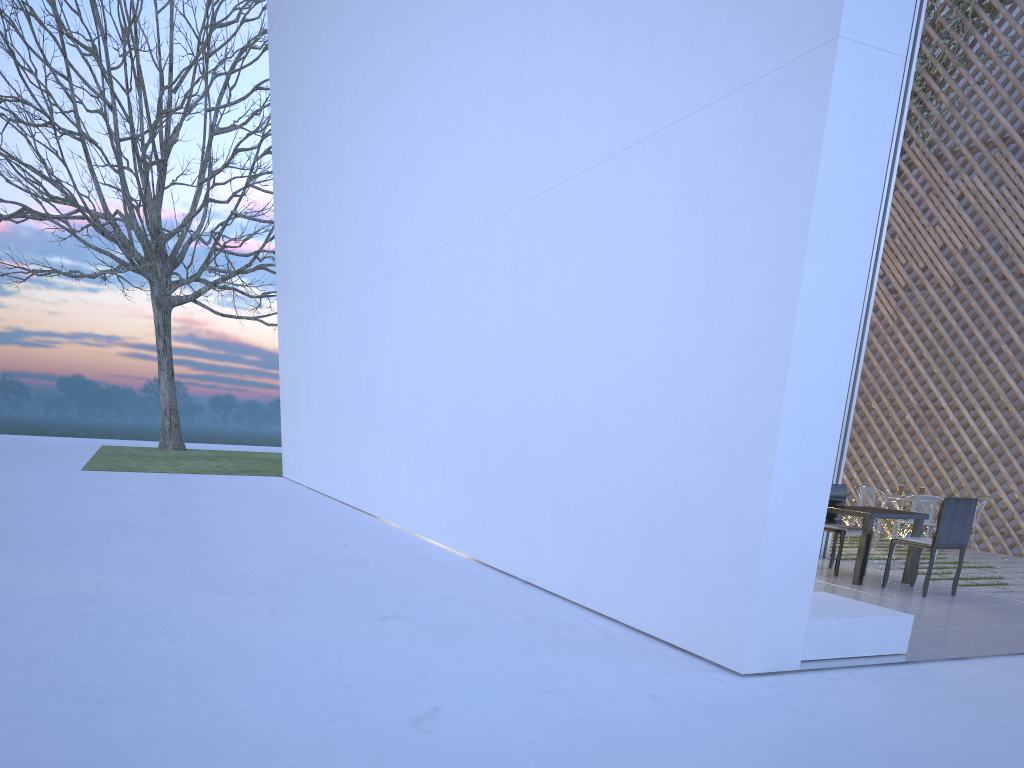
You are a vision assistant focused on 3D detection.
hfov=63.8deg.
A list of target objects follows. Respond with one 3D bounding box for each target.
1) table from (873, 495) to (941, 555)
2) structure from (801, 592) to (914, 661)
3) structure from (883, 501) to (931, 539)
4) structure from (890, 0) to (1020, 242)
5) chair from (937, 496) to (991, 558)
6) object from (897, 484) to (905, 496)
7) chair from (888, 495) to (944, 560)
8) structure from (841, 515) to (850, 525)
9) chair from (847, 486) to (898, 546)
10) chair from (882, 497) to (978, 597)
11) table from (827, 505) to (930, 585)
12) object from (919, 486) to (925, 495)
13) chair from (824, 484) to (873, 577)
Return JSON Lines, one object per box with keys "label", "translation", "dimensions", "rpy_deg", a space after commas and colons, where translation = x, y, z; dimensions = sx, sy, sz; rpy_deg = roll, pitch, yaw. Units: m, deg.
{"label": "table", "translation": [2.454, 0.876, 5.146], "dimensions": [0.341, 0.357, 0.333], "rpy_deg": [7, 8, 28]}
{"label": "structure", "translation": [0.905, -0.824, 3.687], "dimensions": [1.718, 3.538, 3.441], "rpy_deg": [-3, 9, -24]}
{"label": "structure", "translation": [2.787, 0.955, 5.804], "dimensions": [0.290, 0.346, 0.300], "rpy_deg": [-4, 11, -38]}
{"label": "structure", "translation": [2.766, -2.012, 5.558], "dimensions": [0.727, 2.913, 2.224], "rpy_deg": [-7, 13, -33]}
{"label": "chair", "translation": [2.770, 0.869, 5.075], "dimensions": [0.246, 0.406, 0.244], "rpy_deg": [6, 12, 16]}
{"label": "object", "translation": [2.447, 0.668, 5.180], "dimensions": [0.031, 0.082, 0.029], "rpy_deg": [8, 15, 20]}
{"label": "chair", "translation": [2.389, 0.832, 4.826], "dimensions": [0.258, 0.407, 0.232], "rpy_deg": [7, 12, 21]}
{"label": "structure", "translation": [2.509, 1.007, 6.367], "dimensions": [0.266, 0.279, 0.246], "rpy_deg": [1, 8, -16]}
{"label": "chair", "translation": [2.393, 0.869, 5.438], "dimensions": [0.261, 0.407, 0.230], "rpy_deg": [-2, 13, -23]}
{"label": "chair", "translation": [1.801, 0.697, 3.568], "dimensions": [0.191, 0.469, 0.220], "rpy_deg": [-3, 14, -23]}
{"label": "table", "translation": [1.653, 0.754, 3.869], "dimensions": [0.358, 0.354, 0.331], "rpy_deg": [0, 8, -24]}
{"label": "object", "translation": [2.487, 0.660, 4.998], "dimensions": [0.031, 0.082, 0.029], "rpy_deg": [8, 15, 20]}
{"label": "chair", "translation": [1.600, 0.711, 4.003], "dimensions": [0.191, 0.469, 0.220], "rpy_deg": [-3, 14, -23]}
